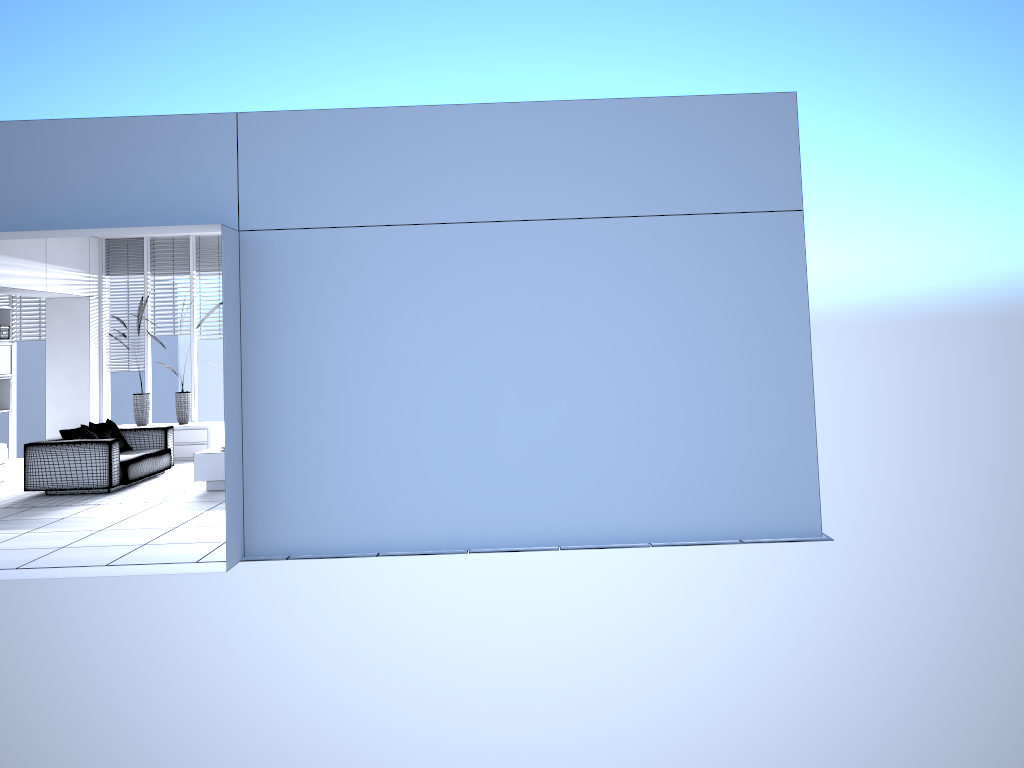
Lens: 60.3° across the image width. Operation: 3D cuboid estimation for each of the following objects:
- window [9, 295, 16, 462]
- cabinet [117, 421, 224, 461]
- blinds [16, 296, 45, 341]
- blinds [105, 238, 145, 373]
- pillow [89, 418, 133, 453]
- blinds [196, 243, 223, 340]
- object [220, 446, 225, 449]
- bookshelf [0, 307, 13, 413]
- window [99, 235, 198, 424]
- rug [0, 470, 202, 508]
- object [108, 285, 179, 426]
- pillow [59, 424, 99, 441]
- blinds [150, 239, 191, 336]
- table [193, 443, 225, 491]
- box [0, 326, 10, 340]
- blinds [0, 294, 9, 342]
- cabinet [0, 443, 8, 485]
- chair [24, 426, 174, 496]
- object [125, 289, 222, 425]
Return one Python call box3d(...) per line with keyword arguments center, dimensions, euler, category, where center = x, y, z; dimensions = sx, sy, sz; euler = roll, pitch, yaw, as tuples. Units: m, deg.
box3d(center=(-7.300, -0.452, 12.321), dimensions=(0.688, 3.144, 0.099), euler=(-2, -4, 0), category="window")
box3d(center=(-4.779, 0.783, 11.847), dimensions=(1.675, 0.452, 0.596), euler=(-2, 0, 0), category="cabinet")
box3d(center=(-6.686, -1.301, 12.457), dimensions=(0.637, 1.384, 0.038), euler=(-2, -4, 0), category="blinds")
box3d(center=(-5.417, -1.115, 12.405), dimensions=(0.637, 1.893, 0.057), euler=(-2, -4, 0), category="blinds")
box3d(center=(-4.549, 0.594, 9.978), dimensions=(0.300, 0.400, 0.565), euler=(-2, 1, -2), category="pillow")
box3d(center=(-4.137, -1.308, 12.411), dimensions=(0.637, 1.364, 0.057), euler=(-2, -4, 0), category="blinds")
box3d(center=(-2.852, 0.661, 9.100), dimensions=(0.329, 0.024, 0.329), euler=(-1, 3, 30), category="object")
box3d(center=(-6.201, -0.231, 9.259), dimensions=(0.327, 1.255, 2.813), euler=(-2, 2, 0), category="bookshelf")
box3d(center=(-2.982, -0.606, 12.277), dimensions=(5.501, 3.144, 0.099), euler=(-2, -4, 0), category="window")
box3d(center=(-4.240, 1.097, 9.443), dimensions=(1.798, 0.001, 2.229), euler=(-2, 3, 0), category="rug")
box3d(center=(-5.043, -0.941, 12.124), dimensions=(1.423, 3.003, 0.493), euler=(-3, -4, 29), category="object")
box3d(center=(-4.551, 0.643, 9.397), dimensions=(0.340, 0.390, 0.566), euler=(-2, 1, -2), category="pillow")
box3d(center=(-4.784, -1.367, 12.419), dimensions=(0.637, 1.373, 0.050), euler=(-2, -4, 0), category="blinds")
box3d(center=(-2.867, 0.855, 9.441), dimensions=(0.650, 0.390, 1.199), euler=(-2, 2, 0), category="table")
box3d(center=(-6.200, -0.608, 10.537), dimensions=(0.280, 0.163, 0.216), euler=(-2, 0, 0), category="box")
box3d(center=(-7.320, -1.050, 12.444), dimensions=(0.637, 1.913, 0.038), euler=(-2, -4, 0), category="blinds")
box3d(center=(-6.016, 0.963, 8.902), dimensions=(0.574, 0.451, 2.266), euler=(-2, 2, 0), category="cabinet")
box3d(center=(-4.428, 0.814, 9.668), dimensions=(0.960, 0.554, 1.646), euler=(-2, 2, 0), category="chair")
box3d(center=(-4.499, -0.382, 11.760), dimensions=(1.551, 1.874, 0.688), euler=(-2, -3, -5), category="object")
